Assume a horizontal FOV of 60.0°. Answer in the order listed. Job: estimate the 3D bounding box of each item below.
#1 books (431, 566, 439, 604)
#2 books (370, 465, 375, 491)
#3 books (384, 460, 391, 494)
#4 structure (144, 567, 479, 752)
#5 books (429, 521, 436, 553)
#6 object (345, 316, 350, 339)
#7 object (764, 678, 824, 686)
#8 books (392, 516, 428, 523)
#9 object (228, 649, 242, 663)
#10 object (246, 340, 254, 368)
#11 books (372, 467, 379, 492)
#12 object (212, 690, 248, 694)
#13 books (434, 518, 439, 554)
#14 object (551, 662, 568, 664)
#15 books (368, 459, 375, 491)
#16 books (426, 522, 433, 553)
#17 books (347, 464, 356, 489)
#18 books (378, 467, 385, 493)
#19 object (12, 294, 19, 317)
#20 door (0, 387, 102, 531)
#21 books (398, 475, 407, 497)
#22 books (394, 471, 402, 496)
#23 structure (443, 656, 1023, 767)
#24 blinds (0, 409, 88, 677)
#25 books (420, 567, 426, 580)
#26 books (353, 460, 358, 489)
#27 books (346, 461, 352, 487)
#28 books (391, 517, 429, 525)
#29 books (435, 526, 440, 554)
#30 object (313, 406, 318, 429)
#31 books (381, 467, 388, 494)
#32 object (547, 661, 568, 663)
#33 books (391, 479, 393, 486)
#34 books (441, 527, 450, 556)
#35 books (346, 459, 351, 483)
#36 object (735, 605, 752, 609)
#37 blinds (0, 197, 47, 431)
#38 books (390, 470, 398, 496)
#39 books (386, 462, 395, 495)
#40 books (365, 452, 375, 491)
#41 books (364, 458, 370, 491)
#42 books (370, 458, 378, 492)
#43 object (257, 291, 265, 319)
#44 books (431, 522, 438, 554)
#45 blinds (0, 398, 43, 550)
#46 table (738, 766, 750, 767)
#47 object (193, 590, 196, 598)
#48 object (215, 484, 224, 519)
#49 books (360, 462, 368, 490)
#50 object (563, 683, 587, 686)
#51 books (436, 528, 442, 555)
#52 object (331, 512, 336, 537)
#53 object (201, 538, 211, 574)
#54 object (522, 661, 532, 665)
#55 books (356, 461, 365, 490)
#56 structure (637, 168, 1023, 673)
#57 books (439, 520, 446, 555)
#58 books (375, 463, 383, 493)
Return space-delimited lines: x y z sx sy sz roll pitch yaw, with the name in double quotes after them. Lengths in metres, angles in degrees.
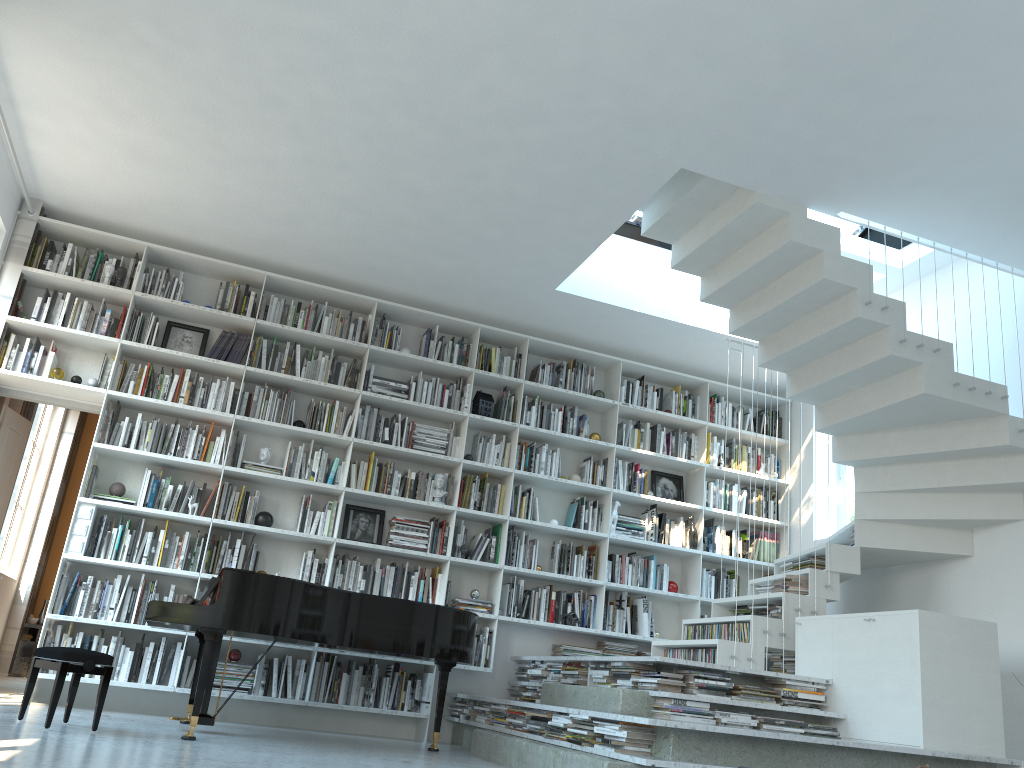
-0.588 1.513 6.582 0.011 0.299 0.149 13 -20 -17 "books"
-1.064 0.726 6.632 0.010 0.244 0.150 13 -20 -17 "books"
-0.955 0.729 6.663 0.013 0.282 0.177 13 -20 -17 "books"
-1.109 1.617 5.101 1.920 0.829 1.338 13 -20 -17 "structure"
-0.621 1.168 6.658 0.011 0.260 0.185 13 -20 -17 "books"
-1.295 -0.388 6.872 0.010 0.246 0.157 13 -20 -17 "object"
1.607 1.692 5.061 0.284 0.030 0.177 13 -20 -17 "object"
-0.766 1.024 6.649 0.254 0.012 0.161 11 -20 -13 "books"
-1.861 1.824 5.957 0.086 0.087 0.086 22 -24 -38 "object"
-1.946 -0.185 6.565 0.012 0.253 0.161 13 -20 -17 "object"
-1.041 0.741 6.642 0.024 0.227 0.148 13 -20 -17 "books"
-1.896 2.052 5.916 0.254 0.007 0.161 12 -20 -14 "object"
-0.590 1.165 6.682 0.011 0.287 0.152 13 -20 -17 "books"
0.383 1.925 6.095 0.144 0.005 0.258 13 -20 -17 "object"
-1.063 0.704 6.602 0.015 0.265 0.189 13 -20 -17 "books"
-0.633 1.169 6.656 0.012 0.253 0.161 13 -20 -17 "books"
-1.190 0.709 6.571 0.053 0.208 0.156 13 -20 -17 "books"
-0.993 0.747 6.642 0.012 0.227 0.170 13 -20 -17 "books"
-3.410 -0.541 6.094 0.035 0.294 0.177 13 -20 -17 "object"
-3.488 1.119 6.201 0.834 1.973 0.788 13 -20 -17 "door"
-0.847 0.798 6.697 0.050 0.198 0.146 13 -20 -17 "books"
-0.880 0.779 6.677 0.030 0.214 0.169 13 -20 -17 "books"
1.277 2.139 5.519 2.901 0.657 3.122 13 -20 -17 "structure"
-4.954 1.439 9.498 0.140 3.219 0.778 13 -20 -17 "blinds"
-0.676 1.504 6.561 0.010 0.283 0.132 13 -20 -17 "books"
-1.175 0.701 6.592 0.042 0.241 0.162 13 -20 -17 "books"
-1.227 0.697 6.588 0.011 0.234 0.142 13 -20 -17 "books"
-0.768 1.036 6.647 0.254 0.012 0.161 14 -20 -20 "books"
-0.585 1.196 6.683 0.013 0.231 0.134 13 -20 -17 "books"
-1.483 0.288 6.610 0.010 0.224 0.143 13 -20 -17 "object"
-0.977 0.749 6.656 0.025 0.235 0.137 13 -20 -17 "books"
0.370 1.917 6.092 0.159 0.007 0.286 14 -20 -20 "object"
-0.924 0.756 6.681 0.011 0.250 0.131 13 -20 -17 "books"
-0.524 1.201 6.672 0.034 0.228 0.200 13 -20 -17 "books"
-1.235 0.673 6.594 0.010 0.281 0.140 13 -20 -17 "books"
1.701 1.597 6.310 0.161 0.025 0.175 11 -20 -13 "object"
-3.592 0.340 5.919 0.140 3.219 0.778 13 -20 -17 "blinds"
-0.905 0.772 6.669 0.024 0.215 0.176 13 -20 -17 "books"
-0.932 0.736 6.653 0.028 0.266 0.190 13 -20 -17 "books"
-1.073 0.677 6.607 0.014 0.316 0.188 13 -20 -17 "books"
-1.101 0.702 6.637 0.010 0.283 0.137 13 -20 -17 "books"
-1.046 0.706 6.624 0.010 0.280 0.171 13 -20 -17 "books"
-1.905 -0.544 6.688 0.012 0.284 0.160 13 -20 -17 "object"
-0.603 1.178 6.674 0.013 0.255 0.163 13 -20 -17 "books"
-3.996 0.666 6.981 0.140 3.219 0.778 13 -20 -17 "blinds"
1.640 1.486 2.895 1.271 0.217 1.261 13 -20 -17 "table"
-2.173 1.526 5.996 0.017 0.289 0.089 13 -20 -17 "object"
-2.058 0.847 6.231 0.012 0.269 0.131 13 -20 -17 "object"
-1.118 0.715 6.613 0.029 0.239 0.156 13 -20 -17 "books"
0.458 1.970 5.790 0.145 0.010 0.267 14 -21 -21 "object"
-0.569 1.206 6.683 0.021 0.216 0.132 13 -20 -17 "books"
-1.313 1.043 6.462 0.017 0.215 0.104 13 -20 -17 "object"
-2.106 1.192 6.097 0.012 0.253 0.161 13 -20 -17 "object"
0.180 2.095 6.630 0.131 0.024 0.291 12 -20 -15 "object"
-1.146 0.708 6.611 0.026 0.247 0.139 13 -20 -17 "books"
1.719 0.473 5.756 2.615 3.369 1.960 13 -20 -17 "structure"
-0.545 1.175 6.682 0.011 0.278 0.186 13 -20 -17 "books"
-1.017 0.733 6.660 0.028 0.258 0.135 13 -20 -17 "books"
